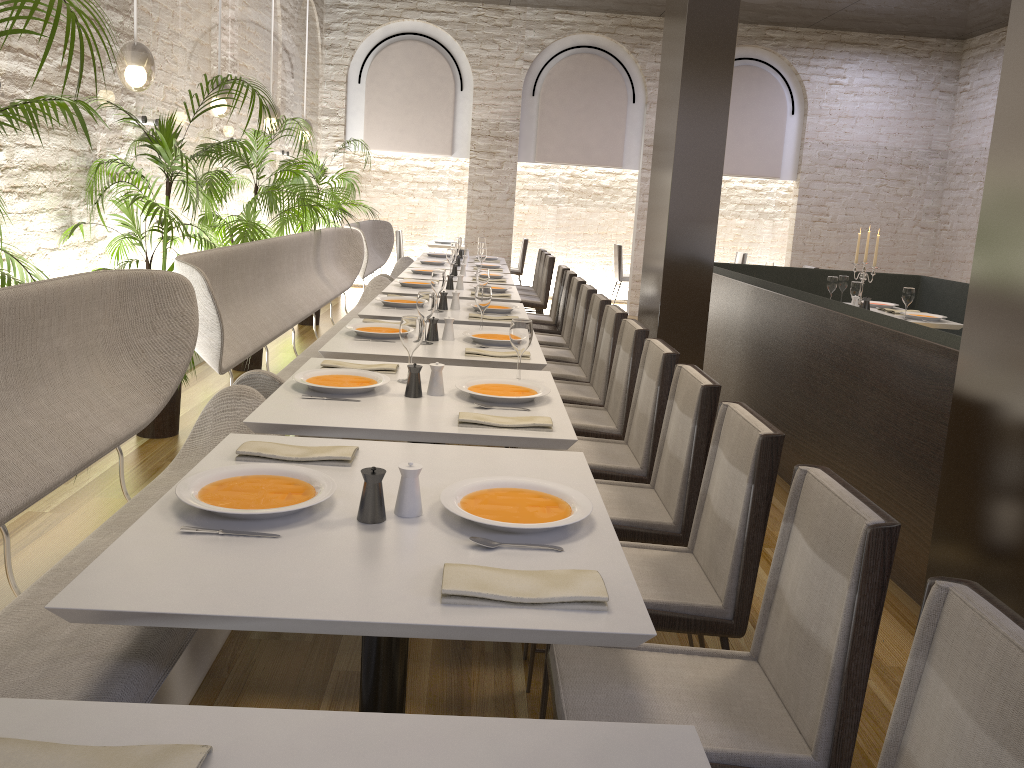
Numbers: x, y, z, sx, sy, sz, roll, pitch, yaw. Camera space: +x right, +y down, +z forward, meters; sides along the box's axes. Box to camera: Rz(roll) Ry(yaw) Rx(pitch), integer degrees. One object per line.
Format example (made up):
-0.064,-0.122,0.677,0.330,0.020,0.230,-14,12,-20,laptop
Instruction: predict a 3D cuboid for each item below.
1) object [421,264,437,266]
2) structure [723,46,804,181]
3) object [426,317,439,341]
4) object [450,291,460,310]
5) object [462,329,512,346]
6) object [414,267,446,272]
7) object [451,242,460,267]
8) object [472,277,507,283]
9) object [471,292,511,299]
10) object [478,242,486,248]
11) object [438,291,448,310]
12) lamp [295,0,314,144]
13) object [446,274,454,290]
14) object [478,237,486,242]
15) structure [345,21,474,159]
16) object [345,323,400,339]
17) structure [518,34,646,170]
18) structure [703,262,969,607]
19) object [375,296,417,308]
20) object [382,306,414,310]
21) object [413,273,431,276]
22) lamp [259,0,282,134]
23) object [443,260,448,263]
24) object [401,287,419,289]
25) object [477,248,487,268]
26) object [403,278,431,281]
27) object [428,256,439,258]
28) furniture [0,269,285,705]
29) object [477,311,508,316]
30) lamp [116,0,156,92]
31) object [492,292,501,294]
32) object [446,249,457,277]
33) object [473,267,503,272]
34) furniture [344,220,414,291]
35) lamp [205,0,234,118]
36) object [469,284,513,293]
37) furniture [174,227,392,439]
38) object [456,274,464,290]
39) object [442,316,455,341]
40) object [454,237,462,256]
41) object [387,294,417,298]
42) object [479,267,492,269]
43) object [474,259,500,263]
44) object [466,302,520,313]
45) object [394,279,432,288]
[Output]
-0.768,-1.130,8.415,0.185,0.010,0.017,3,11,-3,object
3.051,-3.586,11.704,1.633,1.664,0.098,3,9,-3,structure
-0.360,-0.253,4.042,0.059,0.109,0.060,2,10,-11,object
-0.333,-0.497,5.236,0.059,0.109,0.060,2,10,-11,object
-0.073,-0.212,4.127,0.321,0.036,0.324,0,12,-20,object
-0.725,-1.013,7.845,0.273,0.033,0.144,3,12,-3,object
-0.544,-1.225,8.407,0.087,0.229,0.086,9,11,27,object
-0.183,-0.840,7.175,0.273,0.033,0.144,3,12,-3,object
-0.144,-0.610,6.073,0.273,0.033,0.144,3,12,-3,object
-0.305,-1.303,8.866,0.087,0.229,0.086,9,11,27,object
-0.401,-0.492,5.187,0.059,0.109,0.060,2,10,-11,object
-1.931,-3.297,8.342,0.178,2.027,0.179,0,10,-23,lamp
-0.442,-0.732,6.342,0.059,0.109,0.060,2,10,-11,object
-0.345,-1.535,9.977,0.087,0.229,0.086,9,11,27,object
-1.317,-3.835,11.505,1.633,1.664,0.098,3,9,-3,structure
-0.609,-0.243,4.105,0.321,0.036,0.324,0,12,-20,object
0.937,-3.707,11.608,1.633,1.664,0.098,3,9,-3,structure
2.781,0.536,2.773,2.371,0.994,10.827,3,12,-3,structure
-0.650,-0.481,5.249,0.322,0.036,0.324,-1,13,-24,object
-0.648,-0.433,5.070,0.185,0.010,0.017,3,11,-3,object
-0.729,-0.904,7.327,0.185,0.010,0.017,3,11,-3,object
-1.882,-3.012,6.974,0.178,2.027,0.179,0,10,-23,lamp
-0.764,-1.240,8.933,0.273,0.033,0.144,3,12,-3,object
-0.690,-0.674,6.224,0.185,0.010,0.017,3,11,-3,object
-0.267,-1.078,7.784,0.087,0.229,0.086,9,11,27,object
-0.685,-0.784,6.743,0.273,0.033,0.144,3,12,-3,object
-0.808,-1.364,9.539,0.185,0.010,0.017,3,11,-3,object
-0.998,0.580,1.103,0.709,1.089,4.508,3,11,-3,furniture
-0.113,-0.405,5.092,0.181,0.015,0.038,4,11,-1,object
-1.783,-2.433,4.195,0.178,2.027,0.178,7,10,18,lamp
-0.154,-0.646,6.247,0.181,0.015,0.038,4,11,-1,object
-0.505,-0.999,7.326,0.087,0.229,0.086,9,11,27,object
-0.222,-1.066,8.263,0.273,0.033,0.144,3,12,-3,object
-1.290,-1.127,9.302,0.707,1.090,2.603,3,11,-3,furniture
-1.832,-2.721,5.577,0.177,2.027,0.179,1,10,-17,lamp
-0.155,-0.690,6.426,0.322,0.036,0.324,-1,13,-24,object
-1.161,-0.373,5.678,0.709,1.089,4.508,3,11,-3,furniture
-0.374,-0.737,6.390,0.059,0.109,0.060,2,10,-11,object
-0.292,-0.258,4.090,0.059,0.109,0.060,2,10,-11,object
-0.583,-1.456,9.519,0.087,0.229,0.086,9,11,27,object
-0.644,-0.543,5.588,0.273,0.033,0.144,3,12,-3,object
-0.232,-1.102,8.437,0.181,0.015,0.038,4,11,-1,object
-0.262,-1.300,9.387,0.273,0.033,0.144,3,12,-3,object
-0.114,-0.450,5.272,0.322,0.036,0.324,-1,13,-24,object
-0.691,-0.721,6.404,0.322,0.036,0.324,-1,13,-24,object
